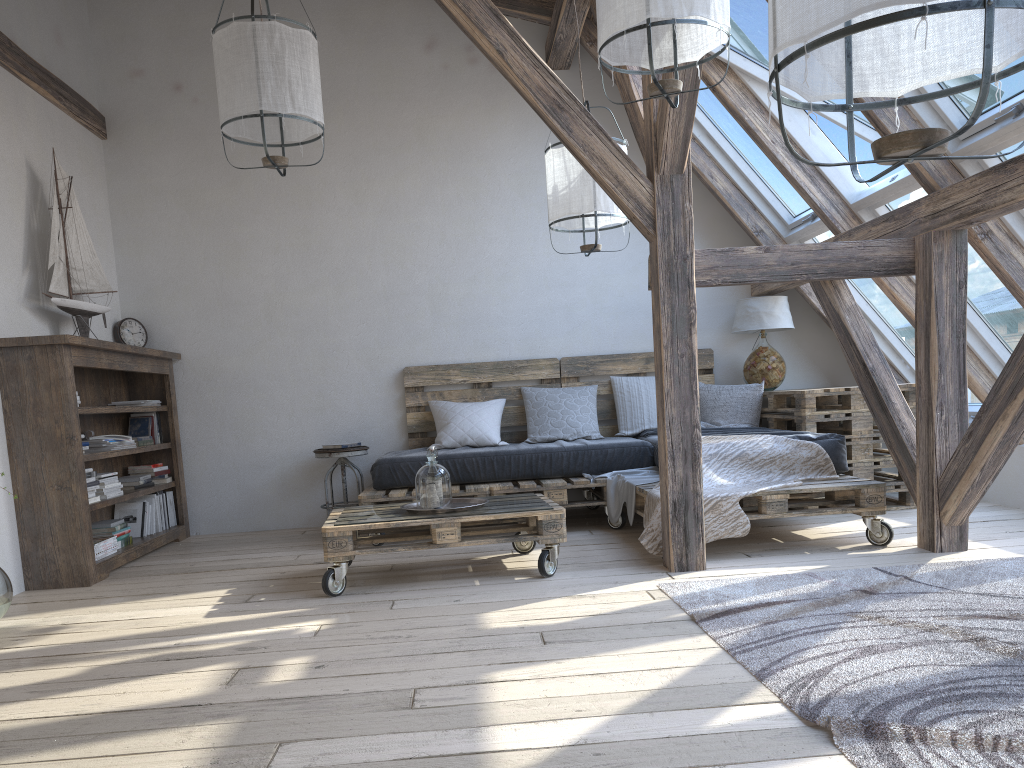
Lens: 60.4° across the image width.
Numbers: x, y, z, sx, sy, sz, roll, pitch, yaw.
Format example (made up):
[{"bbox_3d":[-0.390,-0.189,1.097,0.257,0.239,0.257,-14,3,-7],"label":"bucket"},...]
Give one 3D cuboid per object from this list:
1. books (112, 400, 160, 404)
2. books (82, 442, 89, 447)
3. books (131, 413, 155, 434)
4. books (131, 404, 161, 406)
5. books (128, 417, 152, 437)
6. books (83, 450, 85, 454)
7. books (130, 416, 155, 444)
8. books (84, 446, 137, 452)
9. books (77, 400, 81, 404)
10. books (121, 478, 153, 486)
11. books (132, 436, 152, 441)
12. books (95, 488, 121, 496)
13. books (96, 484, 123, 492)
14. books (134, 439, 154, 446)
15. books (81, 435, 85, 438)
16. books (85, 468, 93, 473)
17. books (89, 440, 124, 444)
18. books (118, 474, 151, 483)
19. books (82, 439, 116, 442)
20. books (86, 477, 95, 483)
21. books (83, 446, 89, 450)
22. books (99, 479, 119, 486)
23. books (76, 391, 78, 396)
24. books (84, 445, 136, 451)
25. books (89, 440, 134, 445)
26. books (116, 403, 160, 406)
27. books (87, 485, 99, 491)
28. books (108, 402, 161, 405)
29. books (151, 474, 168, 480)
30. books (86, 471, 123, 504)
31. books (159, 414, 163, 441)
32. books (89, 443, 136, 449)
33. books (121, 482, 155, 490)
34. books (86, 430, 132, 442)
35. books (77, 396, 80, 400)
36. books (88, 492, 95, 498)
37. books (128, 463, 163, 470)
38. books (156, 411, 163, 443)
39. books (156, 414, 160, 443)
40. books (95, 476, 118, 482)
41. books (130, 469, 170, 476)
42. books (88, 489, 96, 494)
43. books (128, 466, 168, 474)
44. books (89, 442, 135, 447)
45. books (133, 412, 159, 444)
[{"bbox_3d":[-2.271,0.108,5.320,0.204,0.009,0.257,-3,-1,-7],"label":"books"},{"bbox_3d":[-2.208,0.304,4.317,0.146,0.021,0.207,-4,-1,12],"label":"books"},{"bbox_3d":[-2.280,0.278,5.434,0.139,0.193,0.050,-4,6,-4],"label":"books"},{"bbox_3d":[-2.266,0.134,5.331,0.204,0.009,0.257,-3,-1,-9],"label":"books"},{"bbox_3d":[-2.274,0.288,5.377,0.131,0.174,0.081,-4,5,-3],"label":"books"},{"bbox_3d":[-2.206,0.342,4.333,0.139,0.020,0.184,-3,-1,-8],"label":"books"},{"bbox_3d":[-2.273,0.286,5.409,0.139,0.178,0.058,-4,5,-4],"label":"books"},{"bbox_3d":[-2.189,0.353,4.746,0.205,0.009,0.256,-4,-1,5],"label":"books"},{"bbox_3d":[-2.205,0.092,4.273,0.139,0.018,0.183,-4,-1,-3],"label":"books"},{"bbox_3d":[-2.234,0.580,5.181,0.159,0.023,0.210,-4,-1,-3],"label":"books"},{"bbox_3d":[-2.254,0.328,5.227,0.150,0.021,0.203,-4,-1,1],"label":"books"},{"bbox_3d":[-2.187,0.572,4.643,0.157,0.017,0.218,-4,-1,-3],"label":"books"},{"bbox_3d":[-2.188,0.555,4.659,0.157,0.017,0.218,-4,-1,2],"label":"books"},{"bbox_3d":[-2.258,0.355,5.237,0.161,0.031,0.217,-4,-1,0],"label":"books"},{"bbox_3d":[-2.211,0.265,4.325,0.139,0.018,0.183,-4,-1,-3],"label":"books"},{"bbox_3d":[-2.166,0.433,4.319,0.139,0.018,0.183,-4,-1,-3],"label":"books"},{"bbox_3d":[-2.210,0.311,4.733,0.205,0.009,0.256,-4,-1,3],"label":"books"},{"bbox_3d":[-2.235,0.557,5.181,0.151,0.024,0.227,-3,-1,-7],"label":"books"},{"bbox_3d":[-2.215,0.302,4.727,0.205,0.009,0.256,-4,-1,8],"label":"books"},{"bbox_3d":[-2.169,0.481,4.331,0.157,0.021,0.218,-3,-1,-8],"label":"books"},{"bbox_3d":[-2.207,0.323,4.326,0.157,0.017,0.218,-4,-1,-3],"label":"books"},{"bbox_3d":[-2.185,0.525,4.649,0.139,0.018,0.183,-4,-1,-3],"label":"books"},{"bbox_3d":[-2.233,0.050,4.265,0.157,0.021,0.217,-4,-1,-3],"label":"books"},{"bbox_3d":[-2.190,0.345,4.754,0.204,0.009,0.256,-4,-1,1],"label":"books"},{"bbox_3d":[-2.197,0.319,4.744,0.205,0.009,0.256,-4,-1,3],"label":"books"},{"bbox_3d":[-2.268,0.126,5.344,0.204,0.009,0.257,-3,-1,-12],"label":"books"},{"bbox_3d":[-2.159,0.522,4.326,0.157,0.017,0.218,-4,-1,2],"label":"books"},{"bbox_3d":[-2.274,0.117,5.308,0.205,0.009,0.256,-4,-1,3],"label":"books"},{"bbox_3d":[-2.239,0.576,5.430,0.204,0.021,0.149,-3,-1,-14],"label":"books"},{"bbox_3d":[-2.195,0.524,4.493,0.206,0.153,0.545,-4,0,-4],"label":"books"},{"bbox_3d":[-2.285,0.284,5.556,0.139,0.187,0.020,-4,6,-3],"label":"books"},{"bbox_3d":[-2.190,0.336,4.767,0.204,0.009,0.256,-4,-1,-2],"label":"books"},{"bbox_3d":[-2.230,0.603,5.176,0.152,0.024,0.226,-4,-1,6],"label":"books"},{"bbox_3d":[-2.188,0.291,4.784,0.220,0.089,0.260,-4,0,-23],"label":"books"},{"bbox_3d":[-2.225,0.073,4.268,0.157,0.021,0.217,-4,-1,-3],"label":"books"},{"bbox_3d":[-2.177,0.560,4.334,0.157,0.021,0.217,-4,-1,-3],"label":"books"},{"bbox_3d":[-2.266,0.509,5.441,0.143,0.019,0.200,-4,-1,-3],"label":"books"},{"bbox_3d":[-2.275,0.276,5.527,0.136,0.203,0.020,-4,6,-3],"label":"books"},{"bbox_3d":[-2.282,0.283,5.507,0.139,0.187,0.020,-4,6,-3],"label":"books"},{"bbox_3d":[-2.214,0.510,4.654,0.157,0.017,0.218,-4,-1,2],"label":"books"},{"bbox_3d":[-2.237,0.552,5.438,0.161,0.026,0.201,-4,-1,5],"label":"books"},{"bbox_3d":[-2.174,0.541,4.337,0.157,0.017,0.218,-4,-1,-3],"label":"books"},{"bbox_3d":[-2.243,0.528,5.428,0.157,0.021,0.217,-4,-1,1],"label":"books"},{"bbox_3d":[-2.202,0.328,4.733,0.205,0.009,0.256,-4,-1,13],"label":"books"},{"bbox_3d":[-2.280,0.275,5.487,0.135,0.203,0.020,-4,6,-3],"label":"books"}]
